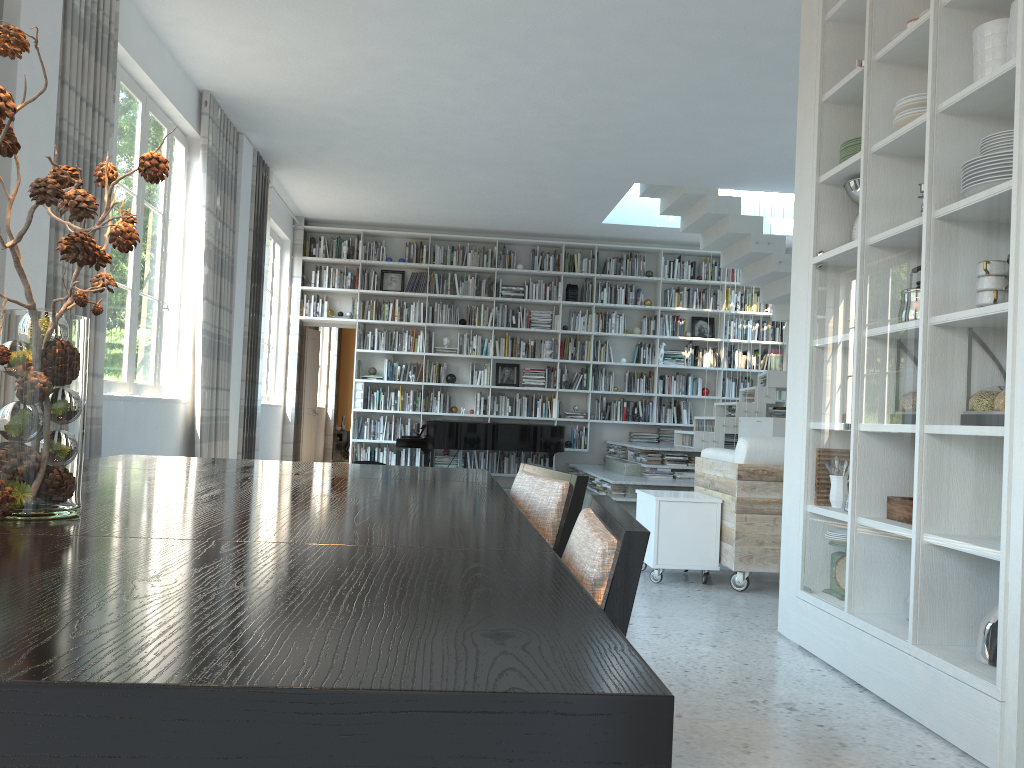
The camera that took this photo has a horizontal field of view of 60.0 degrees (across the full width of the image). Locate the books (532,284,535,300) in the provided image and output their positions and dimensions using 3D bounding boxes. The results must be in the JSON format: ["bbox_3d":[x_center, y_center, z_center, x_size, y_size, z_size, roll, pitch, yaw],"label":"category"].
[{"bbox_3d":[0.271,-1.157,11.289,0.027,0.216,0.190,3,-2,-4],"label":"books"}]

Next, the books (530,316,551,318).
[{"bbox_3d":[0.361,-0.841,11.300,0.254,0.012,0.161,3,-2,-2],"label":"books"}]

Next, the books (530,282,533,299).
[{"bbox_3d":[0.237,-1.169,11.289,0.021,0.237,0.171,3,-2,-4],"label":"books"}]

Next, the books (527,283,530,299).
[{"bbox_3d":[0.201,-1.162,11.311,0.024,0.223,0.128,3,-2,-4],"label":"books"}]

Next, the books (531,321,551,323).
[{"bbox_3d":[0.358,-0.781,11.299,0.254,0.012,0.161,3,-2,-6],"label":"books"}]

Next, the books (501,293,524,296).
[{"bbox_3d":[0.002,-1.128,11.276,0.285,0.012,0.159,3,-2,-7],"label":"books"}]

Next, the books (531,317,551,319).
[{"bbox_3d":[0.360,-0.829,11.298,0.254,0.012,0.161,3,-2,-7],"label":"books"}]

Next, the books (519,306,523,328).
[{"bbox_3d":[0.114,-0.834,11.278,0.049,0.291,0.162,3,-2,-4],"label":"books"}]

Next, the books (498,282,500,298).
[{"bbox_3d":[-0.172,-1.179,11.262,0.013,0.218,0.141,3,-2,-4],"label":"books"}]

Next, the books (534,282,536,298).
[{"bbox_3d":[0.290,-1.169,11.303,0.012,0.244,0.131,3,-2,-4],"label":"books"}]

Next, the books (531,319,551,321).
[{"bbox_3d":[0.359,-0.804,11.302,0.254,0.012,0.161,3,-2,-3],"label":"books"}]

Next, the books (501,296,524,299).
[{"bbox_3d":[0.001,-1.091,11.275,0.285,0.012,0.159,3,-2,-1],"label":"books"}]

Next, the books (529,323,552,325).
[{"bbox_3d":[0.357,-0.756,11.296,0.285,0.012,0.159,3,-2,-7],"label":"books"}]

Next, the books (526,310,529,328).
[{"bbox_3d":[0.190,-0.808,11.276,0.015,0.245,0.183,3,-2,-4],"label":"books"}]

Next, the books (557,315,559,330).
[{"bbox_3d":[0.576,-0.768,11.320,0.030,0.205,0.158,3,-2,-4],"label":"books"}]

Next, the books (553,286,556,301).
[{"bbox_3d":[0.536,-1.137,11.306,0.029,0.202,0.191,3,-2,-4],"label":"books"}]

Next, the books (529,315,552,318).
[{"bbox_3d":[0.361,-0.853,11.303,0.285,0.012,0.159,3,-2,-5],"label":"books"}]

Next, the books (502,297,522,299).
[{"bbox_3d":[0.000,-1.079,11.272,0.254,0.012,0.161,3,-2,0],"label":"books"}]

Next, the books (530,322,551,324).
[{"bbox_3d":[0.358,-0.768,11.299,0.254,0.012,0.161,3,-2,-2],"label":"books"}]

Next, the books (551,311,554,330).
[{"bbox_3d":[0.516,-0.797,11.298,0.012,0.254,0.161,3,-2,-4],"label":"books"}]

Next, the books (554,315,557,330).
[{"bbox_3d":[0.547,-0.767,11.312,0.029,0.198,0.172,3,-2,-4],"label":"books"}]

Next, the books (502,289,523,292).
[{"bbox_3d":[0.006,-1.182,11.275,0.254,0.025,0.161,3,-2,-8],"label":"books"}]

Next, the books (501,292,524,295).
[{"bbox_3d":[0.003,-1.140,11.278,0.285,0.012,0.159,3,-2,-6],"label":"books"}]

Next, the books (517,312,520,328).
[{"bbox_3d":[0.085,-0.799,11.272,0.024,0.216,0.148,3,-2,-4],"label":"books"}]

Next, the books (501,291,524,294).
[{"bbox_3d":[0.006,-1.158,11.272,0.285,0.024,0.159,3,-2,1],"label":"books"}]

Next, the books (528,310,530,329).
[{"bbox_3d":[0.205,-0.808,11.265,0.013,0.247,0.176,3,-2,-4],"label":"books"}]

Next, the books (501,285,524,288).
[{"bbox_3d":[0.008,-1.230,11.285,0.285,0.024,0.159,3,-2,-4],"label":"books"}]

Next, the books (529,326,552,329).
[{"bbox_3d":[0.356,-0.720,11.300,0.285,0.012,0.159,3,-2,-3],"label":"books"}]

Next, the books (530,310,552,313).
[{"bbox_3d":[0.364,-0.915,11.302,0.285,0.012,0.159,3,-2,-2],"label":"books"}]

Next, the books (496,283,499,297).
[{"bbox_3d":[-0.191,-1.172,11.248,0.027,0.201,0.167,3,-2,-4],"label":"books"}]

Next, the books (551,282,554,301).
[{"bbox_3d":[0.507,-1.167,11.318,0.029,0.261,0.133,3,-2,-4],"label":"books"}]

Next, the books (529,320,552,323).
[{"bbox_3d":[0.358,-0.792,11.302,0.285,0.012,0.159,3,-2,-3],"label":"books"}]

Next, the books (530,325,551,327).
[{"bbox_3d":[0.356,-0.732,11.302,0.254,0.012,0.161,3,-2,-4],"label":"books"}]

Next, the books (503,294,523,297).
[{"bbox_3d":[0.002,-1.116,11.275,0.254,0.012,0.161,3,-2,-7],"label":"books"}]

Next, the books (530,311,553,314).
[{"bbox_3d":[0.364,-0.903,11.295,0.285,0.012,0.159,3,-2,-9],"label":"books"}]

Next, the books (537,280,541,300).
[{"bbox_3d":[0.339,-1.181,11.318,0.029,0.273,0.140,3,-2,-4],"label":"books"}]

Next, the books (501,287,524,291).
[{"bbox_3d":[0.007,-1.206,11.280,0.285,0.024,0.159,3,-2,-2],"label":"books"}]

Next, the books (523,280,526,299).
[{"bbox_3d":[0.161,-1.181,11.283,0.012,0.254,0.161,3,-2,-4],"label":"books"}]

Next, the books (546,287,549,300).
[{"bbox_3d":[0.447,-1.134,11.298,0.029,0.188,0.176,3,-2,-4],"label":"books"}]

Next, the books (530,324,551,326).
[{"bbox_3d":[0.356,-0.744,11.300,0.254,0.012,0.161,3,-2,-5],"label":"books"}]

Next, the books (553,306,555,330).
[{"bbox_3d":[0.529,-0.828,11.315,0.012,0.319,0.140,3,-2,-4],"label":"books"}]

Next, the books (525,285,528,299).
[{"bbox_3d":[0.178,-1.147,11.280,0.025,0.187,0.193,3,-2,-4],"label":"books"}]

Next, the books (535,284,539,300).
[{"bbox_3d":[0.311,-1.156,11.295,0.028,0.219,0.183,3,-2,-4],"label":"books"}]

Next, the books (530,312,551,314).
[{"bbox_3d":[0.363,-0.891,11.306,0.254,0.012,0.161,3,-2,-4],"label":"books"}]

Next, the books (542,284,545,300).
[{"bbox_3d":[0.388,-1.154,11.291,0.023,0.223,0.190,3,-2,-4],"label":"books"}]

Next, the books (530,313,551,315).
[{"bbox_3d":[0.362,-0.879,11.301,0.254,0.012,0.161,3,-2,-2],"label":"books"}]

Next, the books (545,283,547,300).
[{"bbox_3d":[0.427,-1.156,11.300,0.012,0.230,0.158,3,-2,-4],"label":"books"}]

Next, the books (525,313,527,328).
[{"bbox_3d":[0.170,-0.794,11.283,0.024,0.216,0.132,3,-2,-4],"label":"books"}]

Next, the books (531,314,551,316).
[{"bbox_3d":[0.362,-0.865,11.295,0.254,0.012,0.161,3,-2,1],"label":"books"}]

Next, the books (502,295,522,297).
[{"bbox_3d":[0.002,-1.104,11.271,0.254,0.012,0.161,3,-2,1],"label":"books"}]

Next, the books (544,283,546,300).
[{"bbox_3d":[0.415,-1.156,11.306,0.010,0.230,0.152,3,-2,-4],"label":"books"}]

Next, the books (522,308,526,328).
[{"bbox_3d":[0.149,-0.822,11.266,0.021,0.269,0.191,3,-2,-4],"label":"books"}]

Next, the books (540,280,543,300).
[{"bbox_3d":[0.366,-1.178,11.299,0.023,0.269,0.185,3,-2,-4],"label":"books"}]

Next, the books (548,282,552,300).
[{"bbox_3d":[0.478,-1.163,11.300,0.032,0.248,0.173,3,-2,-4],"label":"books"}]

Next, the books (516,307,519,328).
[{"bbox_3d":[0.063,-0.834,11.278,0.022,0.285,0.130,3,-2,-4],"label":"books"}]

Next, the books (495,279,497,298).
[{"bbox_3d":[-0.211,-1.198,11.267,0.012,0.254,0.161,3,-2,-4],"label":"books"}]

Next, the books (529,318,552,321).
[{"bbox_3d":[0.360,-0.817,11.297,0.285,0.012,0.159,3,-2,-1],"label":"books"}]

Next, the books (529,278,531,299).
[{"bbox_3d":[0.223,-1.193,11.272,0.011,0.284,0.190,3,-2,-4],"label":"books"}]

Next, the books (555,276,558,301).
[{"bbox_3d":[0.559,-1.201,11.318,0.012,0.334,0.155,3,-2,-4],"label":"books"}]
